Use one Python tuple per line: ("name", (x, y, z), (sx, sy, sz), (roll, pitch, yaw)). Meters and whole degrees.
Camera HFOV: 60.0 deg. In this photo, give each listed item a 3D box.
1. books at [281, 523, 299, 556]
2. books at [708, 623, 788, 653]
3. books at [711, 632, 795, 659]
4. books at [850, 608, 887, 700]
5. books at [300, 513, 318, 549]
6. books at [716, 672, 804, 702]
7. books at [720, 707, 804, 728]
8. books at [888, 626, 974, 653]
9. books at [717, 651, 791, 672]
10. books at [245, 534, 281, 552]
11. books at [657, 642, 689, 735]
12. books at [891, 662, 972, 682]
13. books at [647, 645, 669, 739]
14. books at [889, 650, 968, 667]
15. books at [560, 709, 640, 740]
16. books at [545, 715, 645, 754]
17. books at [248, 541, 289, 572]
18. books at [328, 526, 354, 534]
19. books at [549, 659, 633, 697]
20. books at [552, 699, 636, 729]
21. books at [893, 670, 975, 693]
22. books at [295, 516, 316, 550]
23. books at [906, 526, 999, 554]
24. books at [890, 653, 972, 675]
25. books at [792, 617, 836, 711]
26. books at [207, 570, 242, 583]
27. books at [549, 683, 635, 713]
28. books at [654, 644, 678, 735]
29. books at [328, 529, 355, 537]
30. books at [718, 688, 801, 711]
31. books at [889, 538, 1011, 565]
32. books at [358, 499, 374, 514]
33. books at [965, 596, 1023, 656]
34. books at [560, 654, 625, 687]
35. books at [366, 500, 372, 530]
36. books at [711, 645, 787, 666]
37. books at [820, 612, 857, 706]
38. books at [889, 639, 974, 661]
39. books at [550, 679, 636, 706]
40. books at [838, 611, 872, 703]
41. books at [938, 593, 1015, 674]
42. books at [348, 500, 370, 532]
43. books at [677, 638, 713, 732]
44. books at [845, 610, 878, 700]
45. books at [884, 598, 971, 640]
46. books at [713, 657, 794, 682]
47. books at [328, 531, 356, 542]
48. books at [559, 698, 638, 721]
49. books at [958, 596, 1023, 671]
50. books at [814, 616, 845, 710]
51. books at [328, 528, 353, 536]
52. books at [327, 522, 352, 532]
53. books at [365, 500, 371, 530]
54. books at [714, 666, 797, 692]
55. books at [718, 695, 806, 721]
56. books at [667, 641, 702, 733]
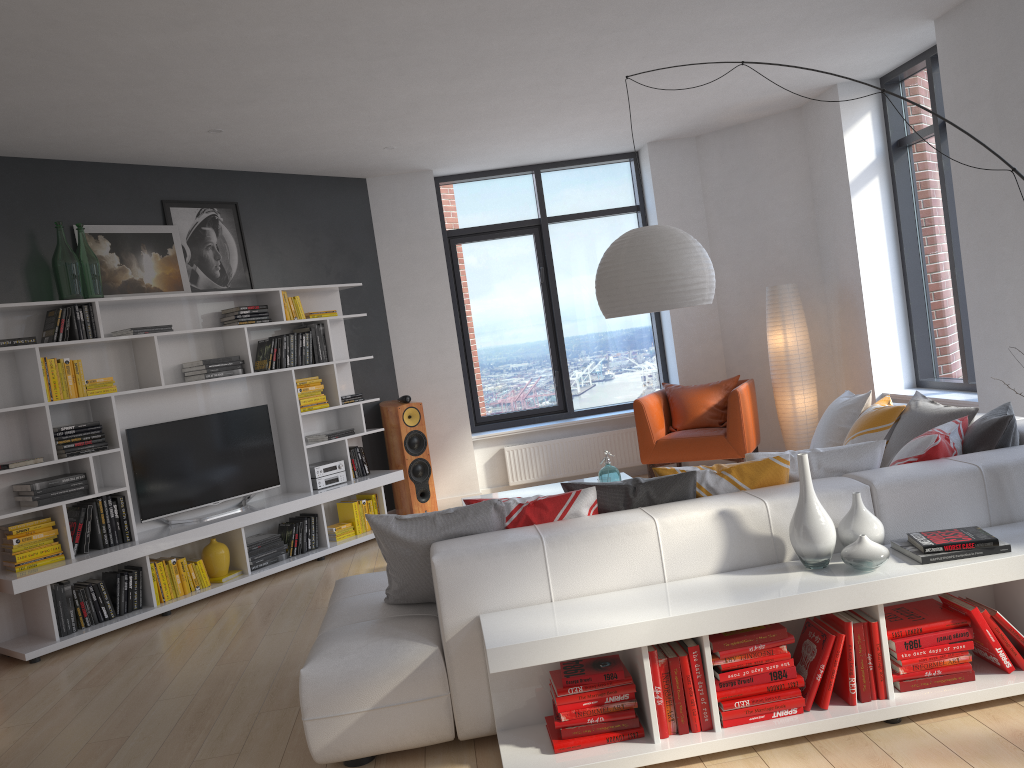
("books", (-1.655, 1.151, 6.576), (0.187, 0.234, 0.096), (-6, 4, 40))
("books", (0.765, 0.836, 3.003), (0.259, 0.034, 0.206), (-9, 3, -8))
("books", (0.788, 0.863, 2.998), (0.266, 0.026, 0.187), (-9, 3, -11))
("books", (1.205, 0.909, 3.013), (0.028, 0.269, 0.181), (-8, 3, -5))
("books", (-1.539, 1.113, 6.718), (0.197, 0.260, 0.066), (-6, 4, 40))
("books", (0.805, 1.003, 3.024), (0.301, 0.032, 0.227), (-8, 3, -5))
("books", (0.814, 1.087, 3.005), (0.274, 0.029, 0.200), (-8, 3, -5))
("books", (1.406, 0.856, 3.076), (0.279, 0.039, 0.206), (-9, 3, -6))
("books", (0.794, 0.911, 2.999), (0.236, 0.023, 0.178), (-8, 3, -5))
("books", (-1.866, 1.144, 6.399), (0.250, 0.047, 0.310), (-6, 4, 35))
("books", (0.534, 1.012, 2.988), (0.034, 0.259, 0.207), (-8, 3, -5))
("books", (1.408, 0.965, 3.061), (0.266, 0.026, 0.187), (-8, 3, 1))
("books", (0.465, 1.006, 2.978), (0.036, 0.294, 0.208), (-8, 3, -5))
("books", (1.410, 0.916, 3.058), (0.236, 0.023, 0.178), (-8, 3, -5))
("books", (0.286, 1.127, 3.013), (0.259, 0.034, 0.206), (-8, 3, -2))
("books", (0.275, 1.163, 3.005), (0.301, 0.032, 0.227), (-8, 3, -5))
("books", (-1.832, 1.233, 6.394), (0.277, 0.137, 0.343), (-6, 4, 35))
("books", (-1.349, 1.136, 6.924), (0.134, 0.014, 0.187), (-6, 4, 40))
("books", (0.264, 0.995, 3.007), (0.254, 0.025, 0.178), (-9, 3, -6))
("books", (0.273, 1.100, 3.002), (0.266, 0.026, 0.187), (-8, 3, 1))
("books", (1.421, 0.993, 3.072), (0.259, 0.034, 0.206), (-8, 3, -2))
("books", (-1.558, 1.122, 6.692), (0.191, 0.249, 0.084), (-6, 4, 40))
("books", (1.505, 0.535, 3.039), (0.238, 0.027, 0.188), (-8, 3, 8))
("books", (1.414, 0.938, 3.068), (0.257, 0.025, 0.182), (-8, 3, -5))
("books", (1.007, 0.948, 3.011), (0.144, 0.247, 0.188), (-8, 3, -5))
("books", (-2.031, 1.331, 6.121), (0.270, 0.029, 0.204), (-7, 3, 25))
("books", (0.269, 1.047, 3.023), (0.261, 0.028, 0.191), (-8, 3, -5))
("books", (0.501, 1.018, 2.984), (0.031, 0.255, 0.181), (-8, 3, -5))
("books", (-1.349, 1.165, 6.927), (0.148, 0.011, 0.196), (-6, 4, 40))
("books", (0.809, 1.032, 2.989), (0.266, 0.026, 0.187), (-9, 3, -6))
("books", (1.507, 0.560, 3.065), (0.300, 0.026, 0.245), (-8, 3, 0))
("books", (-1.177, 1.049, 7.153), (0.172, 0.234, 0.024), (-6, 4, 40))
("books", (1.711, 0.858, 3.075), (0.186, 0.223, 0.188), (-8, 3, -5))
("books", (0.269, 0.968, 2.997), (0.206, 0.029, 0.152), (-8, 3, 1))
("books", (-1.191, 1.052, 7.130), (0.172, 0.234, 0.024), (-6, 4, 40))
("books", (0.772, 0.890, 3.005), (0.257, 0.025, 0.182), (-8, 3, -5))
("books", (1.109, 0.918, 3.013), (0.046, 0.282, 0.199), (-8, 3, -5))
("books", (1.415, 0.889, 3.062), (0.261, 0.027, 0.191), (-8, 3, -1))
("books", (0.270, 1.021, 3.005), (0.269, 0.028, 0.179), (-8, 3, -4))
("books", (1.145, 0.916, 3.033), (0.038, 0.270, 0.215), (-8, 3, -5))
("books", (1.606, 0.858, 3.072), (0.134, 0.248, 0.192), (-8, 3, -5))
("books", (-1.227, 1.051, 7.090), (0.185, 0.250, 0.035), (-6, 4, 40))
("books", (0.604, 0.985, 2.989), (0.049, 0.291, 0.214), (-8, 3, -5))
("books", (1.177, 0.915, 3.026), (0.028, 0.266, 0.188), (-8, 3, -5))
("books", (1.392, 0.821, 3.098), (0.301, 0.032, 0.227), (-8, 3, -5))
("books", (0.788, 0.937, 3.004), (0.261, 0.027, 0.191), (-9, 3, -9))
("books", (-1.343, 1.187, 6.926), (0.147, 0.033, 0.190), (-6, 4, 40))
("books", (0.279, 1.073, 3.009), (0.257, 0.025, 0.182), (-8, 3, -5))
("books", (1.655, 0.860, 3.070), (0.148, 0.232, 0.171), (-8, 3, -3))
("books", (1.049, 0.942, 3.008), (0.115, 0.245, 0.192), (-8, 3, -5))
("books", (-1.339, 1.151, 6.910), (0.113, 0.018, 0.169), (-6, 4, 41))
("books", (-1.364, 1.117, 6.928), (0.138, 0.026, 0.186), (-6, 4, 40))
("books", (-1.209, 1.053, 7.114), (0.169, 0.239, 0.023), (-6, 4, 40))
("books", (0.794, 0.969, 3.022), (0.279, 0.039, 0.206), (-8, 3, -4))
("books", (0.815, 1.059, 2.987), (0.282, 0.030, 0.188), (-8, 3, -4))
("books", (0.573, 1.006, 2.981), (0.042, 0.259, 0.195), (-8, 3, -5))
